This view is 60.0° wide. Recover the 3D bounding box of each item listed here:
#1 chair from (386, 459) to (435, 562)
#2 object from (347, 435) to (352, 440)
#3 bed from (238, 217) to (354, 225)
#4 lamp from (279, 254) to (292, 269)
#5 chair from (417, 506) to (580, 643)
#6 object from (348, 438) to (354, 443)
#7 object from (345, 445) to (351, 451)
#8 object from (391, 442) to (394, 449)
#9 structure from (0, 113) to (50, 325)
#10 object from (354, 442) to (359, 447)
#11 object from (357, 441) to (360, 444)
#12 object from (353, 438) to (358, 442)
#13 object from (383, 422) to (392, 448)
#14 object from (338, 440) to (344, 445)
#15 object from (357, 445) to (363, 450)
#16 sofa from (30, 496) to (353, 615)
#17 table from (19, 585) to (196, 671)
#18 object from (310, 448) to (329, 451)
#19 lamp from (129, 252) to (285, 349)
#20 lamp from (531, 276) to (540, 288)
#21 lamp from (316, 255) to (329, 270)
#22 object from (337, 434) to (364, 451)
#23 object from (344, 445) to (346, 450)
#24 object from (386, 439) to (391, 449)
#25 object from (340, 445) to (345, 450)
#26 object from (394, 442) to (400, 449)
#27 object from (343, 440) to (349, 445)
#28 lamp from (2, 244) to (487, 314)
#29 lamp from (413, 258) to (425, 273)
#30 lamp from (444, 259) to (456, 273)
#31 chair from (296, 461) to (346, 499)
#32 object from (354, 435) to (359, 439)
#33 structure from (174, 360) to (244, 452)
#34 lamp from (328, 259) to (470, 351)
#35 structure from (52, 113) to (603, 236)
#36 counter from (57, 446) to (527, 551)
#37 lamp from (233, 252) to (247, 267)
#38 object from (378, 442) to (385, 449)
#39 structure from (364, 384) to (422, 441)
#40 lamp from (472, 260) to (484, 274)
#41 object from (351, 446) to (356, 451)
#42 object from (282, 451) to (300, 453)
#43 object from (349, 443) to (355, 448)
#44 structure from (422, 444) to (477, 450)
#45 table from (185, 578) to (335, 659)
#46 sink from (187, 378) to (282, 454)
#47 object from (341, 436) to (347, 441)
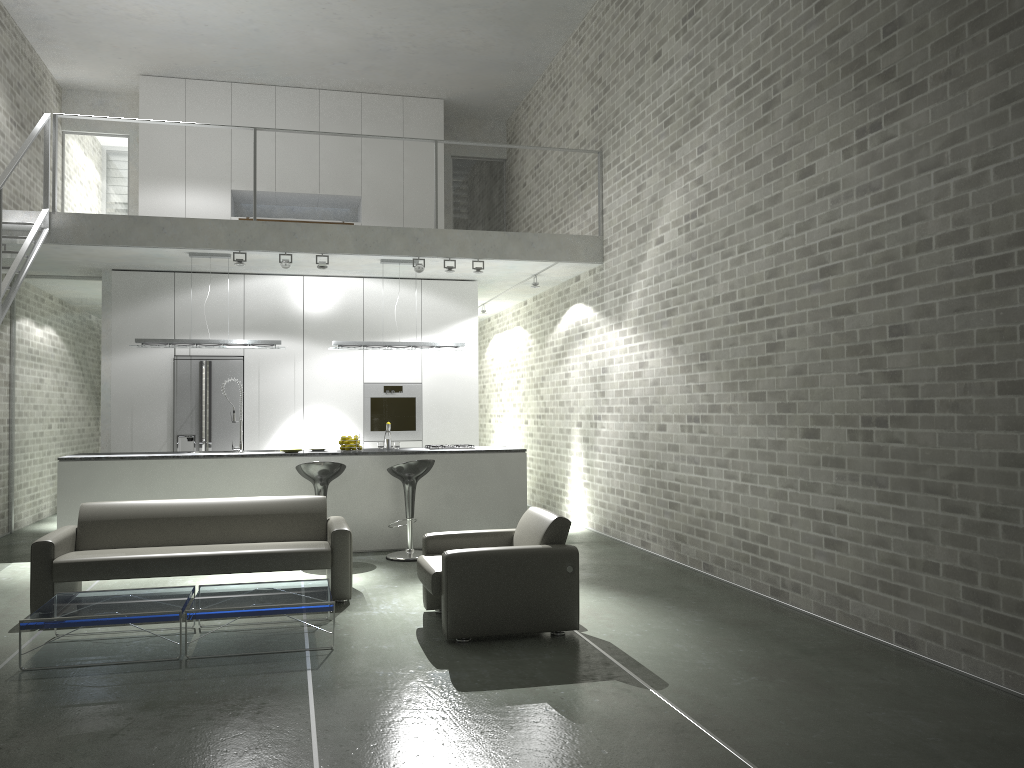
[{"bbox_3d":[-0.953,1.167,8.333,0.457,0.931,0.464,1,-2,-33],"label":"chair"},{"bbox_3d":[-1.650,0.548,9.003,0.051,0.053,0.063,0,-2,-23],"label":"object"},{"bbox_3d":[-2.806,-1.952,11.545,1.341,0.792,1.957,0,-2,-14],"label":"bed"},{"bbox_3d":[-2.292,-1.245,8.981,0.115,0.151,0.115,-1,-2,29],"label":"lamp"},{"bbox_3d":[-0.134,1.188,5.756,0.910,0.717,0.963,0,-2,-14],"label":"chair"},{"bbox_3d":[-1.622,0.572,8.940,0.061,0.052,0.053,0,-2,-11],"label":"object"},{"bbox_3d":[-1.655,0.646,8.950,0.064,0.063,0.074,0,-2,-4],"label":"object"},{"bbox_3d":[-1.301,0.656,9.509,0.063,0.070,0.064,-1,-2,24],"label":"object"},{"bbox_3d":[-4.303,-0.532,6.192,0.902,4.246,4.345,0,-2,-14],"label":"structure"},{"bbox_3d":[-1.579,0.612,8.976,0.061,0.055,0.051,1,-3,-45],"label":"object"},{"bbox_3d":[-1.574,0.599,9.036,0.053,0.054,0.061,-1,-2,22],"label":"object"},{"bbox_3d":[-1.582,0.562,8.983,0.051,0.053,0.063,0,-2,-11],"label":"object"},{"bbox_3d":[-1.298,0.543,9.357,0.101,0.288,0.088,-1,-2,16],"label":"object"},{"bbox_3d":[-1.730,0.595,8.982,0.063,0.051,0.053,-2,-2,35],"label":"object"},{"bbox_3d":[-1.550,0.649,9.025,0.053,0.052,0.062,-1,-2,15],"label":"object"},{"bbox_3d":[-2.255,1.226,6.469,2.114,0.717,0.902,0,-2,-14],"label":"sofa"},{"bbox_3d":[-2.329,1.411,5.203,0.820,0.270,0.800,0,-2,-14],"label":"table"},{"bbox_3d":[-2.005,0.678,9.178,0.216,0.017,0.217,-1,-2,11],"label":"object"},{"bbox_3d":[-3.083,-0.849,9.056,1.490,0.964,0.290,0,-2,-14],"label":"lamp"},{"bbox_3d":[0.279,-1.222,10.622,0.109,0.132,0.109,-1,-2,28],"label":"lamp"},{"bbox_3d":[-1.945,-1.244,9.090,0.115,0.151,0.115,-1,-2,29],"label":"lamp"},{"bbox_3d":[-1.640,0.591,9.006,0.207,0.174,0.189,-1,-2,31],"label":"object"},{"bbox_3d":[-1.701,0.649,9.027,0.061,0.053,0.053,-1,-2,18],"label":"object"},{"bbox_3d":[-1.301,0.633,9.340,0.060,0.106,0.060,0,-2,-21],"label":"object"},{"bbox_3d":[-1.712,0.641,8.971,0.060,0.057,0.052,0,-2,-22],"label":"object"},{"bbox_3d":[-1.225,0.654,9.457,0.064,0.070,0.063,0,-2,-6],"label":"object"},{"bbox_3d":[-1.673,0.595,8.957,0.052,0.053,0.062,-2,-2,38],"label":"object"},{"bbox_3d":[-2.635,-1.190,10.903,0.110,0.136,6.854,-2,-2,41],"label":"lamp"},{"bbox_3d":[-0.975,-1.242,9.305,0.131,0.154,0.098,0,-2,-14],"label":"lamp"},{"bbox_3d":[-0.660,-1.251,9.402,0.109,0.135,0.109,-2,-2,34],"label":"lamp"},{"bbox_3d":[-1.756,1.168,8.167,0.457,0.931,0.464,0,-2,0],"label":"chair"},{"bbox_3d":[-1.590,0.551,9.050,0.050,0.060,0.059,0,-2,-24],"label":"object"},{"bbox_3d":[-3.472,0.677,10.166,0.743,1.900,0.160,0,-2,-14],"label":"structure"},{"bbox_3d":[-1.206,-0.848,9.527,1.490,0.964,0.290,0,-2,-14],"label":"lamp"},{"bbox_3d":[-1.701,-2.102,9.175,5.560,0.972,0.070,0,-2,-14],"label":"structure"},{"bbox_3d":[-2.088,1.161,8.986,4.400,0.960,0.900,0,-2,-14],"label":"counter"},{"bbox_3d":[-2.726,-1.252,8.880,0.109,0.136,0.109,-1,-2,28],"label":"lamp"},{"bbox_3d":[-1.388,0.654,9.412,0.063,0.070,0.064,-1,-2,24],"label":"object"},{"bbox_3d":[-1.427,0.341,10.664,0.692,0.680,0.036,0,-2,-14],"label":"structure"},{"bbox_3d":[-0.361,-1.251,9.477,0.109,0.135,0.109,-2,-2,34],"label":"lamp"},{"bbox_3d":[-1.597,0.647,8.952,0.051,0.053,0.063,0,-2,-16],"label":"object"},{"bbox_3d":[-2.168,0.665,8.719,0.216,0.017,0.217,-1,-2,19],"label":"object"},{"bbox_3d":[-1.612,0.618,8.914,0.052,0.054,0.061,-2,-2,43],"label":"object"},{"bbox_3d":[-0.662,0.663,9.357,0.500,0.038,0.500,0,-2,-14],"label":"structure"},{"bbox_3d":[-1.515,1.411,5.408,0.820,0.270,0.800,0,-2,-14],"label":"table"},{"bbox_3d":[-2.764,0.456,8.956,0.987,1.023,0.546,0,-2,-14],"label":"sink"},{"bbox_3d":[-1.694,0.550,8.962,0.063,0.051,0.053,-1,-2,23],"label":"object"}]
